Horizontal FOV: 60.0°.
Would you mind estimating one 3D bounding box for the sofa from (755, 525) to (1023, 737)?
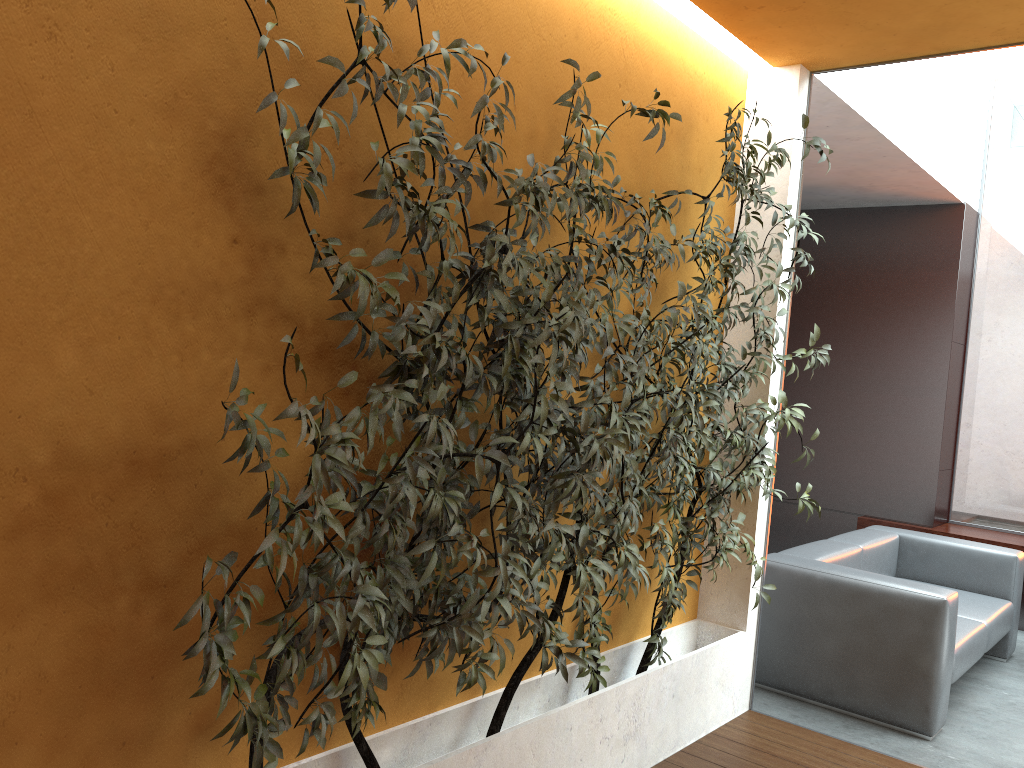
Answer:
[{"bbox_3d":[2.191,1.271,5.035,0.943,0.652,2.025,6,2,39],"label":"sofa"}]

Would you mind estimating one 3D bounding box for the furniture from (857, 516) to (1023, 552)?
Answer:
[{"bbox_3d":[5.152,1.334,5.140,6.000,0.109,0.600,6,2,39],"label":"furniture"}]

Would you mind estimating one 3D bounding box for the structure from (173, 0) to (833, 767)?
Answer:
[{"bbox_3d":[0.254,-0.026,2.843,0.622,2.483,3.166,6,2,38],"label":"structure"}]
